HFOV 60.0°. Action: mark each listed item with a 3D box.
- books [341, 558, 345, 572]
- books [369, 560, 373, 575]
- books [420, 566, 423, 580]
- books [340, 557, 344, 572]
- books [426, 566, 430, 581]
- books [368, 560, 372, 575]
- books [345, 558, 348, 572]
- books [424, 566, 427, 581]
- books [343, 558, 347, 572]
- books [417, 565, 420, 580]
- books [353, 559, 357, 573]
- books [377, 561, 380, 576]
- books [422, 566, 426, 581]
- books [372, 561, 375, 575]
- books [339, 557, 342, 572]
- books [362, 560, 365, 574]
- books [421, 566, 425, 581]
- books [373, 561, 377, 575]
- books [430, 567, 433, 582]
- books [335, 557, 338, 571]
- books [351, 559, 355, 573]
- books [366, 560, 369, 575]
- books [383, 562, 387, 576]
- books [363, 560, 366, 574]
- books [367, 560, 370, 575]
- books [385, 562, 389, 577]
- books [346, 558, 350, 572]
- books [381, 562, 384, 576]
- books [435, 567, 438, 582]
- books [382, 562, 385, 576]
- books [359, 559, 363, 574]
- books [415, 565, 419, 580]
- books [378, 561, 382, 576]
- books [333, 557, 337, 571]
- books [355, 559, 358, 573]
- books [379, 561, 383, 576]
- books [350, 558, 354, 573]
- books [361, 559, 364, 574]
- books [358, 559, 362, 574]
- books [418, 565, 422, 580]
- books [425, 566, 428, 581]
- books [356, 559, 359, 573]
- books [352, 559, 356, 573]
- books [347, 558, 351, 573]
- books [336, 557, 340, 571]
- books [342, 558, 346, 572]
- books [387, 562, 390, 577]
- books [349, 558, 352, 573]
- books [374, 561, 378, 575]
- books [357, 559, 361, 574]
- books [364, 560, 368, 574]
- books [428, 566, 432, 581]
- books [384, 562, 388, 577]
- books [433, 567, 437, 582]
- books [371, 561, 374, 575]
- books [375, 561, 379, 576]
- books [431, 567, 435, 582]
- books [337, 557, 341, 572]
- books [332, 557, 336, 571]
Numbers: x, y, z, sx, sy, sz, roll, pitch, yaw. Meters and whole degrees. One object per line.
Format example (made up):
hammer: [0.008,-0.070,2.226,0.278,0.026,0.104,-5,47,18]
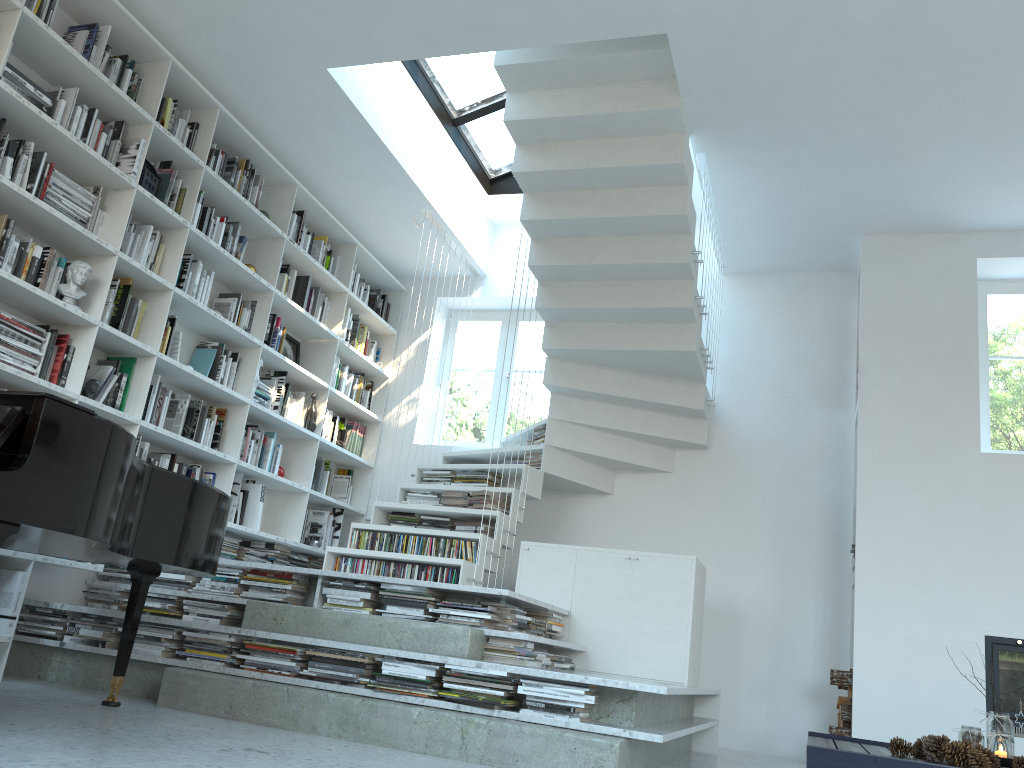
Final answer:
books: [-0.940,1.061,5.060,0.008,0.125,0.125,2,-17,19]
books: [-0.771,1.066,5.001,0.008,0.125,0.125,2,-17,19]
books: [-0.479,1.074,4.899,0.008,0.125,0.125,2,-17,19]
books: [-0.947,1.061,5.062,0.007,0.125,0.125,2,-17,19]
books: [-0.442,1.075,4.886,0.008,0.125,0.125,2,-17,19]
books: [-0.778,1.066,5.003,0.008,0.125,0.125,2,-17,19]
books: [-0.917,1.062,5.052,0.007,0.125,0.125,2,-17,19]
books: [-0.457,1.074,4.891,0.007,0.125,0.125,2,-17,19]
books: [-0.925,1.062,5.055,0.010,0.125,0.125,2,-17,19]
books: [-0.497,1.073,4.906,0.010,0.125,0.125,2,-17,19]
books: [-0.865,1.063,5.034,0.008,0.125,0.125,2,-17,19]
books: [-0.726,1.067,4.985,0.008,0.125,0.125,2,-17,19]
books: [-0.464,1.074,4.894,0.007,0.125,0.125,2,-17,19]
books: [-0.756,1.066,4.996,0.007,0.125,0.125,2,-17,19]
books: [-0.954,1.061,5.065,0.007,0.125,0.125,2,-17,19]
books: [-0.816,1.065,5.016,0.007,0.125,0.125,2,-17,19]
books: [-0.471,1.074,4.896,0.007,0.125,0.125,2,-17,19]
books: [-0.749,1.066,4.993,0.008,0.125,0.125,2,-17,19]
books: [-0.423,1.075,4.880,0.010,0.125,0.125,2,-17,19]
books: [-0.979,1.060,5.073,0.008,0.125,0.125,2,-17,19]
books: [-0.880,1.063,5.039,0.008,0.125,0.125,2,-17,19]
books: [-0.792,1.065,5.008,0.007,0.125,0.125,2,-17,19]
books: [-0.691,1.068,4.973,0.009,0.125,0.125,2,-17,19]
books: [-0.808,1.065,5.014,0.008,0.125,0.125,2,-17,19]
books: [-0.786,1.065,5.006,0.007,0.125,0.125,2,-17,19]
books: [-0.676,1.068,4.968,0.008,0.125,0.125,2,-17,19]
books: [-0.909,1.062,5.049,0.009,0.125,0.125,2,-17,19]
books: [-0.704,1.068,4.978,0.007,0.125,0.125,2,-17,19]
books: [-0.395,1.076,4.870,0.010,0.125,0.125,2,-17,19]
books: [-0.698,1.068,4.975,0.008,0.125,0.125,2,-17,19]
books: [-0.829,1.064,5.021,0.008,0.125,0.125,2,-17,19]
books: [-0.505,1.073,4.908,0.008,0.125,0.125,2,-17,19]
books: [-0.719,1.067,4.983,0.009,0.125,0.125,2,-17,19]
books: [-0.986,1.060,5.076,0.008,0.125,0.125,2,-17,19]
books: [-0.858,1.064,5.031,0.008,0.125,0.125,2,-17,19]
books: [-0.712,1.068,4.980,0.008,0.125,0.125,2,-17,19]
books: [-0.887,1.063,5.041,0.008,0.125,0.125,2,-17,19]
books: [-0.823,1.064,5.019,0.008,0.125,0.125,2,-17,19]
books: [-0.836,1.064,5.024,0.007,0.125,0.125,2,-17,19]
books: [-0.489,1.074,4.903,0.012,0.125,0.125,2,-17,19]
books: [-0.449,1.075,4.889,0.008,0.125,0.125,2,-17,19]
books: [-0.851,1.064,5.029,0.007,0.125,0.125,2,-17,19]
books: [-0.873,1.063,5.036,0.008,0.125,0.125,2,-17,19]
books: [-0.902,1.062,5.047,0.009,0.125,0.125,2,-17,19]
books: [-0.971,1.060,5.070,0.010,0.125,0.125,2,-17,19]
books: [-0.933,1.061,5.057,0.008,0.125,0.125,2,-17,19]
books: [-0.669,1.069,4.965,0.007,0.125,0.125,2,-17,19]
books: [-0.894,1.063,5.044,0.007,0.125,0.125,2,-17,19]
books: [-0.741,1.067,4.990,0.008,0.125,0.125,2,-17,19]
books: [-0.843,1.064,5.026,0.007,0.125,0.125,2,-17,19]
books: [-0.800,1.065,5.011,0.009,0.125,0.125,2,-17,19]
books: [-0.433,1.075,4.883,0.010,0.125,0.125,2,-17,19]
books: [-0.683,1.068,4.970,0.007,0.125,0.125,2,-17,19]
books: [-0.405,1.076,4.873,0.012,0.125,0.125,2,-17,19]
books: [-0.764,1.066,4.998,0.008,0.125,0.125,2,-17,19]
books: [-0.734,1.067,4.988,0.008,0.125,0.125,2,-17,19]
books: [-0.415,1.076,4.877,0.008,0.125,0.125,2,-17,19]
books: [-0.962,1.061,5.067,0.009,0.125,0.125,2,-17,19]
books: [-0.993,1.060,5.078,0.007,0.125,0.125,2,-17,19]
